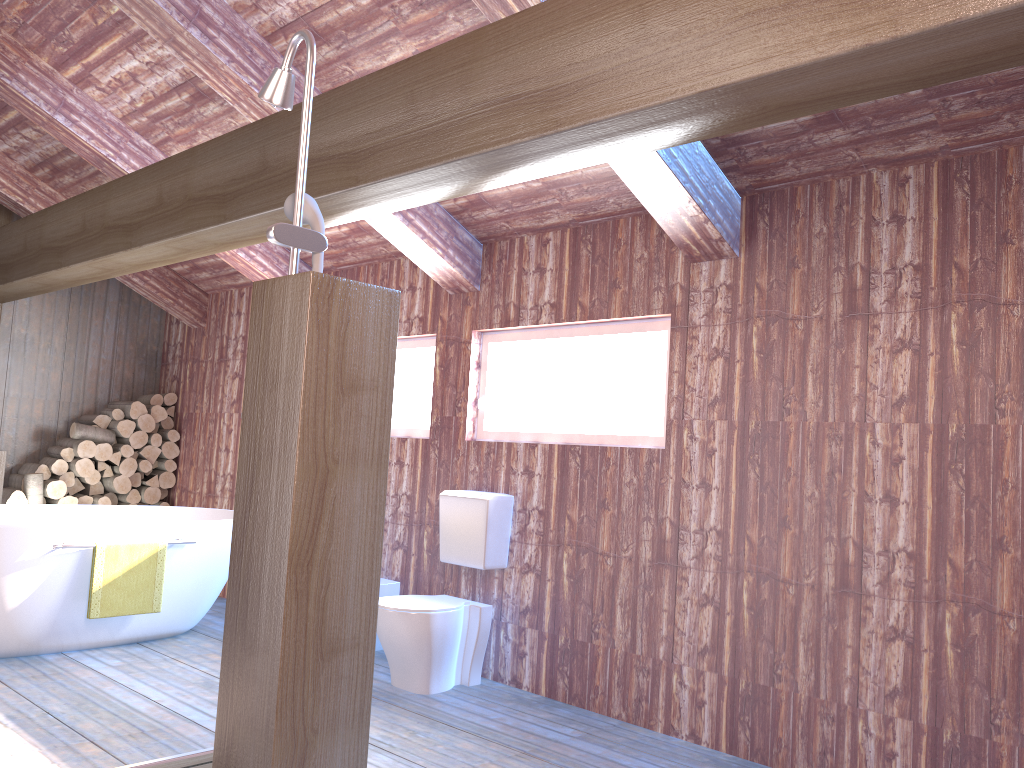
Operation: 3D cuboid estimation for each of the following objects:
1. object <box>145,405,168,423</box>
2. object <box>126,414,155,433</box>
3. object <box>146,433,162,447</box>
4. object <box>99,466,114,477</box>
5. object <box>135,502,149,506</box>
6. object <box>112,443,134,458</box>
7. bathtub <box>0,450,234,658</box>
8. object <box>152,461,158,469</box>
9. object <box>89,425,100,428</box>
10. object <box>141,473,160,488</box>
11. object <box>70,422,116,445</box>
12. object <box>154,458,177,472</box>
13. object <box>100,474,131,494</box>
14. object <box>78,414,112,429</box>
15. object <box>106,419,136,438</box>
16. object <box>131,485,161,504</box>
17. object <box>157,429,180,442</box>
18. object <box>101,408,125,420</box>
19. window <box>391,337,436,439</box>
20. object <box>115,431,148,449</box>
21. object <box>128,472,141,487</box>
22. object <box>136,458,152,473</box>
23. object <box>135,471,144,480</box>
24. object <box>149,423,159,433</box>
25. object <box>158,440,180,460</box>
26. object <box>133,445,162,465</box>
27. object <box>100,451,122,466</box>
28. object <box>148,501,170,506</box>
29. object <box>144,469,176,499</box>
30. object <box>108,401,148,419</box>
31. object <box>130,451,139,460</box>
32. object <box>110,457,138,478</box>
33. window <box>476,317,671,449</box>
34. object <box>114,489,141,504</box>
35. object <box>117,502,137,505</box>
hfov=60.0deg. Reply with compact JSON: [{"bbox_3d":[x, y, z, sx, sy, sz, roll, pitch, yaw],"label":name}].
[{"bbox_3d":[-2.875,0.235,6.982,0.456,0.142,0.133,-1,-7,45],"label":"object"},{"bbox_3d":[-2.939,0.299,6.884,0.437,0.143,0.141,-1,-6,42],"label":"object"},{"bbox_3d":[-2.876,0.432,6.944,0.437,0.106,0.089,-1,-7,45],"label":"object"},{"bbox_3d":[-3.103,0.652,6.708,0.280,0.096,0.085,-1,-7,45],"label":"object"},{"bbox_3d":[-2.988,0.972,6.962,0.319,0.106,0.118,-1,-6,41],"label":"object"},{"bbox_3d":[-3.030,0.500,6.777,0.438,0.109,0.102,-1,-7,44],"label":"object"},{"bbox_3d":[-2.336,0.803,4.760,1.935,1.109,1.460,6,-5,-24],"label":"bathtub"},{"bbox_3d":[-2.875,0.627,7.007,0.280,0.092,0.088,-1,-7,45],"label":"object"},{"bbox_3d":[-3.226,0.373,6.717,0.291,0.130,0.113,-1,-7,45],"label":"object"},{"bbox_3d":[-2.893,0.739,6.921,0.423,0.112,0.115,-1,-7,44],"label":"object"},{"bbox_3d":[-3.102,0.372,6.562,0.121,0.157,0.302,-1,-7,45],"label":"object"},{"bbox_3d":[-2.800,0.632,7.021,0.438,0.109,0.102,-1,-7,44],"label":"object"},{"bbox_3d":[-3.062,0.750,6.744,0.437,0.143,0.141,-1,-6,42],"label":"object"},{"bbox_3d":[-3.186,0.294,6.764,0.140,0.121,0.319,8,-7,-44],"label":"object"},{"bbox_3d":[-3.049,0.332,6.793,0.458,0.148,0.139,-1,-7,44],"label":"object"},{"bbox_3d":[-2.906,0.856,6.916,0.437,0.133,0.137,-1,-6,42],"label":"object"},{"bbox_3d":[-2.783,0.402,7.043,0.438,0.109,0.102,-1,-7,44],"label":"object"},{"bbox_3d":[-3.045,0.231,6.758,0.227,0.097,0.094,-1,-7,45],"label":"object"},{"bbox_3d":[-0.820,0.029,5.379,1.255,0.587,0.054,-1,-7,44],"label":"window"},{"bbox_3d":[-2.974,0.431,6.844,0.440,0.151,0.143,-1,-7,44],"label":"object"},{"bbox_3d":[-2.970,0.725,6.820,0.302,0.118,0.111,-1,-7,43],"label":"object"},{"bbox_3d":[-2.934,0.622,6.878,0.438,0.109,0.102,-1,-7,44],"label":"object"},{"bbox_3d":[-2.922,0.706,6.873,0.177,0.069,0.065,-1,-7,43],"label":"object"},{"bbox_3d":[-2.930,0.353,7.037,0.132,0.119,0.319,8,-7,-44],"label":"object"},{"bbox_3d":[-2.802,0.513,7.027,0.439,0.152,0.147,-1,-7,44],"label":"object"},{"bbox_3d":[-2.927,0.546,6.932,0.482,0.151,0.172,-1,-7,45],"label":"object"},{"bbox_3d":[-3.095,0.562,6.707,0.424,0.124,0.109,-1,-7,43],"label":"object"},{"bbox_3d":[-2.851,0.981,6.990,0.455,0.137,0.139,-1,-6,42],"label":"object"},{"bbox_3d":[-2.825,0.797,7.006,0.439,0.256,0.137,-1,-7,44],"label":"object"},{"bbox_3d":[-2.982,0.203,6.867,0.456,0.139,0.135,-1,-7,45],"label":"object"},{"bbox_3d":[-2.968,0.555,6.815,0.095,0.090,0.278,8,-7,-44],"label":"object"},{"bbox_3d":[-3.025,0.631,6.785,0.439,0.157,0.136,-1,-7,45],"label":"object"},{"bbox_3d":[0.283,0.005,4.295,1.255,0.587,0.054,-1,-7,44],"label":"window"},{"bbox_3d":[-2.970,0.852,6.802,0.301,0.113,0.114,-1,-6,41],"label":"object"},{"bbox_3d":[-2.972,0.959,6.792,0.289,0.117,0.116,-1,-6,41],"label":"object"}]
